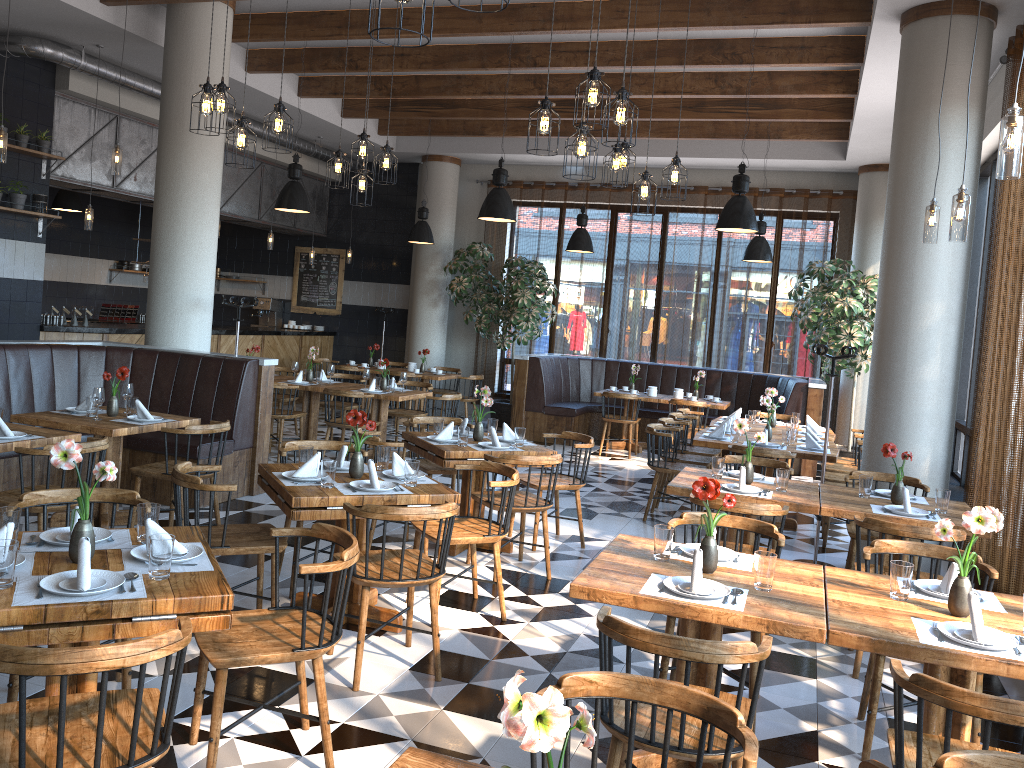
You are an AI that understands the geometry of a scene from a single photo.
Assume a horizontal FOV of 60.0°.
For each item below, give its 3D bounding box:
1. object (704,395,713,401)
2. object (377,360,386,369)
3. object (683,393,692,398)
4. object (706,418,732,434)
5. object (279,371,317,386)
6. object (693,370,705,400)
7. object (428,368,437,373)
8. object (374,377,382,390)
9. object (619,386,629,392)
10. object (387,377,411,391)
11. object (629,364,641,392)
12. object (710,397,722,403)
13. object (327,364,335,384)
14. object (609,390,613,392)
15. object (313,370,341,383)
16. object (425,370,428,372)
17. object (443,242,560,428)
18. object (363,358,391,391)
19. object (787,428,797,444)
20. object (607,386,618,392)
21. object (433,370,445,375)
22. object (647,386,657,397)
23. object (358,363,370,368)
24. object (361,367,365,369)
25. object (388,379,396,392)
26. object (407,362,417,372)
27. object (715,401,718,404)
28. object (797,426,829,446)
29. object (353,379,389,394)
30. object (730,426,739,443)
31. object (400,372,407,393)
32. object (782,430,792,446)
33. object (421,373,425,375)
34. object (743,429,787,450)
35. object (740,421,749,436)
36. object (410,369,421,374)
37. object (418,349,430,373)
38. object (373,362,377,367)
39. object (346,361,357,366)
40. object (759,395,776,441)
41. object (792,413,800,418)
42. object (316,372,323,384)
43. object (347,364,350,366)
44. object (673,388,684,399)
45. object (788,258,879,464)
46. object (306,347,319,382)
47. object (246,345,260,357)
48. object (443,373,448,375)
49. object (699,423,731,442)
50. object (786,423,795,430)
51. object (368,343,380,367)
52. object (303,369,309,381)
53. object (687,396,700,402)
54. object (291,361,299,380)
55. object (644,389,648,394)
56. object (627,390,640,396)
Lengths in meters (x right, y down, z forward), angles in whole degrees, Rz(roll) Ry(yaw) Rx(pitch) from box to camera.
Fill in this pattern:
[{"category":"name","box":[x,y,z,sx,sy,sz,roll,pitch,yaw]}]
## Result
[{"category":"object","box":[2.657,0.187,11.885,0.176,0.067,0.176,7,5,32]},{"category":"object","box":[-1.889,-0.283,12.837,0.129,0.128,0.130,3,4,-27]},{"category":"object","box":[2.403,0.155,12.025,0.175,0.067,0.176,3,5,-27]},{"category":"object","box":[1.973,0.375,8.268,0.272,0.137,0.352,6,4,18]},{"category":"object","box":[-2.320,-0.075,9.617,0.352,0.137,0.272,6,4,19]},{"category":"object","box":[2.463,0.020,11.685,0.146,0.399,0.206,6,3,24]},{"category":"object","box":[-1.151,-0.202,12.952,0.175,0.067,0.176,3,5,-27]},{"category":"object","box":[-1.468,-0.008,9.671,0.080,0.132,0.080,3,3,-37]},{"category":"object","box":[1.570,0.068,12.285,0.175,0.067,0.176,3,5,-27]},{"category":"object","box":[-1.304,-0.010,9.829,0.352,0.137,0.272,6,4,19]},{"category":"object","box":[1.665,-0.069,11.997,0.146,0.399,0.207,4,3,-15]},{"category":"object","box":[2.675,0.209,11.617,0.176,0.067,0.176,5,4,9]},{"category":"object","box":[-2.014,-0.107,9.848,0.081,0.215,0.081,4,2,-18]},{"category":"object","box":[1.340,0.095,11.975,0.053,0.025,0.049,5,4,7]},{"category":"object","box":[-2.144,-0.099,10.112,0.352,0.137,0.272,6,4,19]},{"category":"object","box":[-1.251,-0.190,12.963,0.049,0.025,0.053,4,4,-4]},{"category":"object","box":[-0.236,-0.748,13.264,1.753,2.777,1.483,5,2,-1]},{"category":"object","box":[-1.458,-0.112,9.579,0.296,0.354,0.166,6,3,24]},{"category":"object","box":[2.440,0.455,7.737,0.080,0.132,0.080,5,3,3]},{"category":"object","box":[1.372,0.069,12.069,0.176,0.067,0.176,5,4,10]},{"category":"object","box":[-1.031,-0.163,12.577,0.176,0.067,0.176,5,4,4]},{"category":"object","box":[1.872,0.098,11.823,0.129,0.128,0.130,3,4,-27]},{"category":"object","box":[-2.123,-0.263,12.725,0.175,0.067,0.176,3,4,-20]},{"category":"object","box":[-2.119,-0.234,12.627,0.053,0.025,0.049,4,4,-13]},{"category":"object","box":[-1.286,0.022,9.477,0.080,0.132,0.080,2,3,-42]},{"category":"object","box":[-1.448,-0.248,12.835,0.129,0.128,0.130,3,4,-27]},{"category":"object","box":[2.651,0.238,11.486,0.034,0.023,0.155,5,4,9]},{"category":"object","box":[2.721,0.456,7.992,0.272,0.137,0.352,6,4,18]},{"category":"object","box":[-1.480,0.014,9.334,0.352,0.137,0.272,6,4,19]},{"category":"object","box":[1.882,0.430,7.483,0.080,0.132,0.080,5,3,3]},{"category":"object","box":[-1.174,-0.018,9.566,0.081,0.215,0.081,4,2,-18]},{"category":"object","box":[2.345,0.460,7.573,0.080,0.132,0.080,5,3,3]},{"category":"object","box":[-1.249,-0.144,12.368,0.155,0.023,0.034,9,5,43]},{"category":"object","box":[2.130,0.450,7.446,0.352,0.137,0.272,6,4,19]},{"category":"object","box":[2.112,0.403,8.073,0.080,0.132,0.080,5,3,3]},{"category":"object","box":[-1.343,-0.179,12.460,0.176,0.067,0.176,7,5,33]},{"category":"object","box":[-1.264,-0.333,12.665,0.156,0.354,0.171,4,3,-24]},{"category":"object","box":[-2.000,-0.288,13.184,0.176,0.067,0.176,7,5,32]},{"category":"object","box":[-2.359,-0.308,13.056,0.176,0.067,0.176,5,4,10]},{"category":"object","box":[2.248,0.298,7.832,0.146,0.399,0.206,6,3,23]},{"category":"object","box":[3.005,0.374,9.391,0.080,0.132,0.080,5,3,3]},{"category":"object","box":[-2.126,-0.068,9.759,0.080,0.132,0.080,2,3,-42]},{"category":"object","box":[-2.390,-0.282,12.962,0.053,0.025,0.049,5,4,7]},{"category":"object","box":[2.215,0.128,11.789,0.129,0.128,0.130,3,4,-27]},{"category":"object","box":[3.982,-0.252,11.229,1.479,2.777,1.758,4,3,-23]},{"category":"object","box":[-2.217,-0.218,9.861,0.146,0.399,0.207,4,3,-23]},{"category":"object","box":[-2.975,-0.278,10.147,0.171,0.354,0.156,3,3,-34]},{"category":"object","box":[-0.935,-0.142,12.670,0.155,0.023,0.034,0,5,-44]},{"category":"object","box":[1.790,0.401,7.724,0.272,0.137,0.352,6,4,18]},{"category":"object","box":[2.569,0.430,8.200,0.080,0.132,0.080,5,3,3]},{"category":"object","box":[-2.027,-0.417,12.957,0.171,0.354,0.156,5,2,4]},{"category":"object","box":[-2.308,-0.097,9.953,0.080,0.132,0.080,6,3,33]},{"category":"object","box":[2.346,0.194,11.465,0.176,0.067,0.176,5,4,1]},{"category":"object","box":[-2.418,-0.142,9.868,0.081,0.215,0.081,5,2,10]},{"category":"object","box":[1.895,0.106,12.142,0.176,0.067,0.176,7,5,29]},{"category":"object","box":[1.608,0.113,11.738,0.175,0.067,0.176,2,5,-36]}]
